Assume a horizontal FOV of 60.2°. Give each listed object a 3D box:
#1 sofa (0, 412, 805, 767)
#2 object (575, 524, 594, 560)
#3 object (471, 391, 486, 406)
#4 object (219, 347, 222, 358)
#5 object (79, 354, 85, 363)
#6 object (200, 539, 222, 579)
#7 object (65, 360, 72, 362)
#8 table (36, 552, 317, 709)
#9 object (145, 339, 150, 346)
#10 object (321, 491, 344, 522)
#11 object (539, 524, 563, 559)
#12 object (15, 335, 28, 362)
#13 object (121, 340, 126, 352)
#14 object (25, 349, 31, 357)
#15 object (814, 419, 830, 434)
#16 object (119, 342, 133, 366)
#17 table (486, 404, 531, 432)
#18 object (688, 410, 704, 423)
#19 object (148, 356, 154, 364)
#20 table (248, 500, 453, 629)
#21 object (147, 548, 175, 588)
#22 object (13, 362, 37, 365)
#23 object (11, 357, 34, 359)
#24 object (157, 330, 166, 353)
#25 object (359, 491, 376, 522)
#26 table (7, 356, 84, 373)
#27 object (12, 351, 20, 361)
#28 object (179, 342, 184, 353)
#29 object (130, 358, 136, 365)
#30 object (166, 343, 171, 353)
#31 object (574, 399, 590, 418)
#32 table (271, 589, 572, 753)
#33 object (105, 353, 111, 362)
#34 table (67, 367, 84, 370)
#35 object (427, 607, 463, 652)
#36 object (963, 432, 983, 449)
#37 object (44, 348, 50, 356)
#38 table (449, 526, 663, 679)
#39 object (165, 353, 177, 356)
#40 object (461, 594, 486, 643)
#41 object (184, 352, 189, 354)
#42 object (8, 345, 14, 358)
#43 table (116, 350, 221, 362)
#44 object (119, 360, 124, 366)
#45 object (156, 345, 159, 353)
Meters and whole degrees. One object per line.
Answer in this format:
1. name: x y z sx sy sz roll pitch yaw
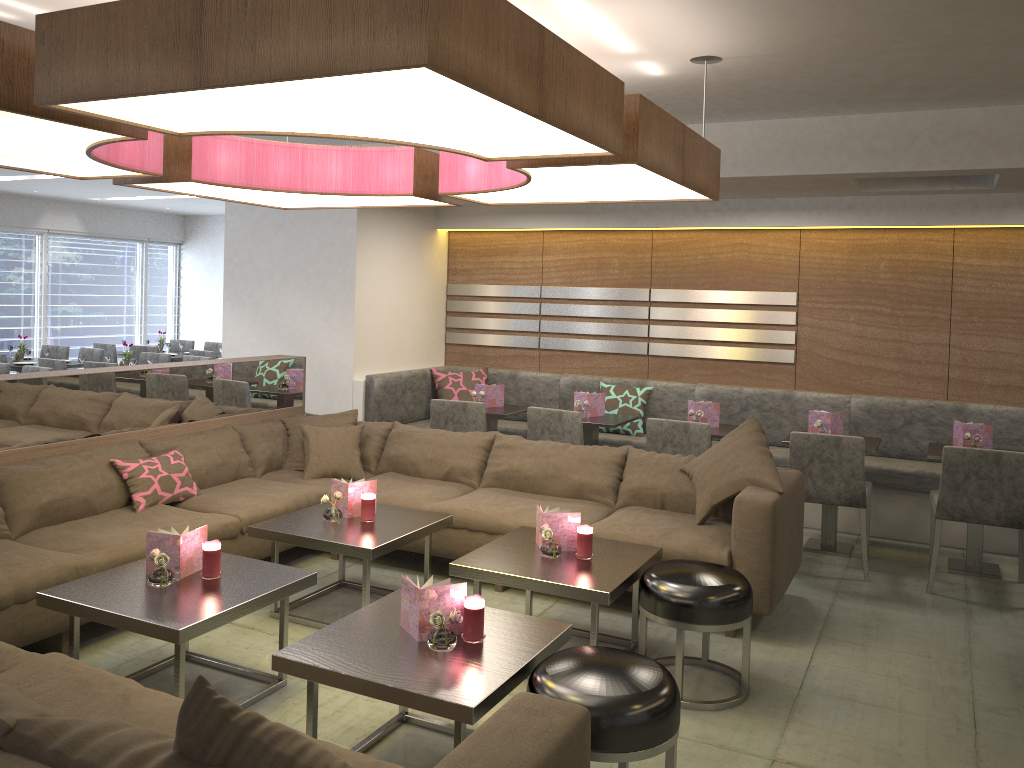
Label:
1. sofa: -0.780 0.749 3.467 3.184 0.673 3.776 4 6 26
2. object: 0.292 0.632 3.548 0.075 0.128 0.076 1 2 -11
3. object: -0.231 0.110 6.211 0.107 0.125 0.095 0 3 -21
4. object: -3.288 -0.352 10.015 0.053 0.139 0.053 1 2 -16
5. object: -4.084 -0.212 8.398 0.053 0.139 0.053 1 2 -16
6. object: -1.080 0.629 3.180 0.075 0.128 0.076 2 2 -1
7. object: -4.628 -0.233 9.056 0.217 0.015 0.218 2 6 4
8. table: -1.165 0.902 3.126 0.659 0.411 0.659 4 5 26
9. object: -4.517 -0.481 10.944 0.053 0.139 0.053 1 2 -16
10. object: -0.815 0.553 4.006 0.102 0.132 0.092 1 3 -9
11. object: 0.158 0.629 3.549 0.095 0.129 0.107 1 3 -14
12. object: -4.990 -0.368 8.996 0.155 0.276 0.104 3 2 24
13. object: -4.699 -0.463 10.706 0.053 0.139 0.053 1 2 -16
14. object: -4.847 -0.281 8.857 0.053 0.139 0.053 1 2 -16
15. object: 1.829 0.272 5.203 0.096 0.125 0.105 3 3 26
16. object: -3.629 -0.261 8.327 0.155 0.276 0.104 3 2 24
17. table: -0.167 0.494 6.269 0.506 0.653 0.507 3 3 26
18. object: 1.152 0.219 5.532 0.094 0.125 0.102 1 3 -10
19. object: -3.437 -0.194 8.405 0.053 0.139 0.053 1 2 -16
20. table: -0.723 0.825 4.025 0.659 0.411 0.659 4 5 26
21. object: -1.221 0.637 3.071 0.095 0.129 0.101 2 3 9
22. object: -4.798 -0.203 8.710 0.217 0.015 0.218 2 6 4
23. object: -5.153 -0.274 9.314 0.217 0.015 0.218 2 6 4
24. object: -4.205 -0.506 10.594 0.155 0.276 0.104 3 2 24
25. object: -0.655 0.557 4.021 0.075 0.128 0.076 2 2 -1
26. table: -4.991 0.085 9.022 1.191 0.633 0.779 4 5 26
27. object: -5.053 -0.284 9.022 0.070 0.099 0.204 1 5 -4
28. object: -3.999 -0.441 10.689 0.053 0.139 0.053 1 2 -16
29. object: -3.500 -0.172 8.168 0.053 0.139 0.053 1 2 -16
30. object: -4.062 -0.419 10.453 0.053 0.139 0.053 1 2 -16
31. object: 0.459 0.163 5.879 0.110 0.125 0.092 0 3 -31
32. table: -0.253 0.974 2.677 0.659 0.411 0.659 4 5 26
33. object: -3.955 -0.235 8.659 0.053 0.139 0.053 1 2 -16
34. table: -3.629 0.192 8.353 1.191 0.633 0.779 4 5 26
35. object: -0.166 0.714 2.623 0.193 0.125 0.095 -1 4 -32
36. object: 2.534 0.328 4.848 0.093 0.125 0.106 0 4 -32
37. object: -4.784 -0.303 9.093 0.053 0.139 0.053 1 2 -16
38. table: 0.189 0.897 3.576 0.659 0.411 0.659 4 5 26
39. object: -4.013 -0.341 10.307 0.217 0.015 0.218 2 6 4
40. object: -0.115 0.708 2.674 0.075 0.128 0.076 1 2 -11
41. object: -3.842 -0.371 10.653 0.216 0.015 0.218 1 6 -11
42. object: -5.302 -0.344 9.348 0.053 0.139 0.053 1 2 -16
43. table: -4.205 -0.053 10.620 1.191 0.633 0.779 4 5 26
44. object: -3.691 -0.177 8.353 0.070 0.099 0.204 1 5 -4
45. object: -4.267 -0.422 10.620 0.070 0.099 0.204 1 5 -4
